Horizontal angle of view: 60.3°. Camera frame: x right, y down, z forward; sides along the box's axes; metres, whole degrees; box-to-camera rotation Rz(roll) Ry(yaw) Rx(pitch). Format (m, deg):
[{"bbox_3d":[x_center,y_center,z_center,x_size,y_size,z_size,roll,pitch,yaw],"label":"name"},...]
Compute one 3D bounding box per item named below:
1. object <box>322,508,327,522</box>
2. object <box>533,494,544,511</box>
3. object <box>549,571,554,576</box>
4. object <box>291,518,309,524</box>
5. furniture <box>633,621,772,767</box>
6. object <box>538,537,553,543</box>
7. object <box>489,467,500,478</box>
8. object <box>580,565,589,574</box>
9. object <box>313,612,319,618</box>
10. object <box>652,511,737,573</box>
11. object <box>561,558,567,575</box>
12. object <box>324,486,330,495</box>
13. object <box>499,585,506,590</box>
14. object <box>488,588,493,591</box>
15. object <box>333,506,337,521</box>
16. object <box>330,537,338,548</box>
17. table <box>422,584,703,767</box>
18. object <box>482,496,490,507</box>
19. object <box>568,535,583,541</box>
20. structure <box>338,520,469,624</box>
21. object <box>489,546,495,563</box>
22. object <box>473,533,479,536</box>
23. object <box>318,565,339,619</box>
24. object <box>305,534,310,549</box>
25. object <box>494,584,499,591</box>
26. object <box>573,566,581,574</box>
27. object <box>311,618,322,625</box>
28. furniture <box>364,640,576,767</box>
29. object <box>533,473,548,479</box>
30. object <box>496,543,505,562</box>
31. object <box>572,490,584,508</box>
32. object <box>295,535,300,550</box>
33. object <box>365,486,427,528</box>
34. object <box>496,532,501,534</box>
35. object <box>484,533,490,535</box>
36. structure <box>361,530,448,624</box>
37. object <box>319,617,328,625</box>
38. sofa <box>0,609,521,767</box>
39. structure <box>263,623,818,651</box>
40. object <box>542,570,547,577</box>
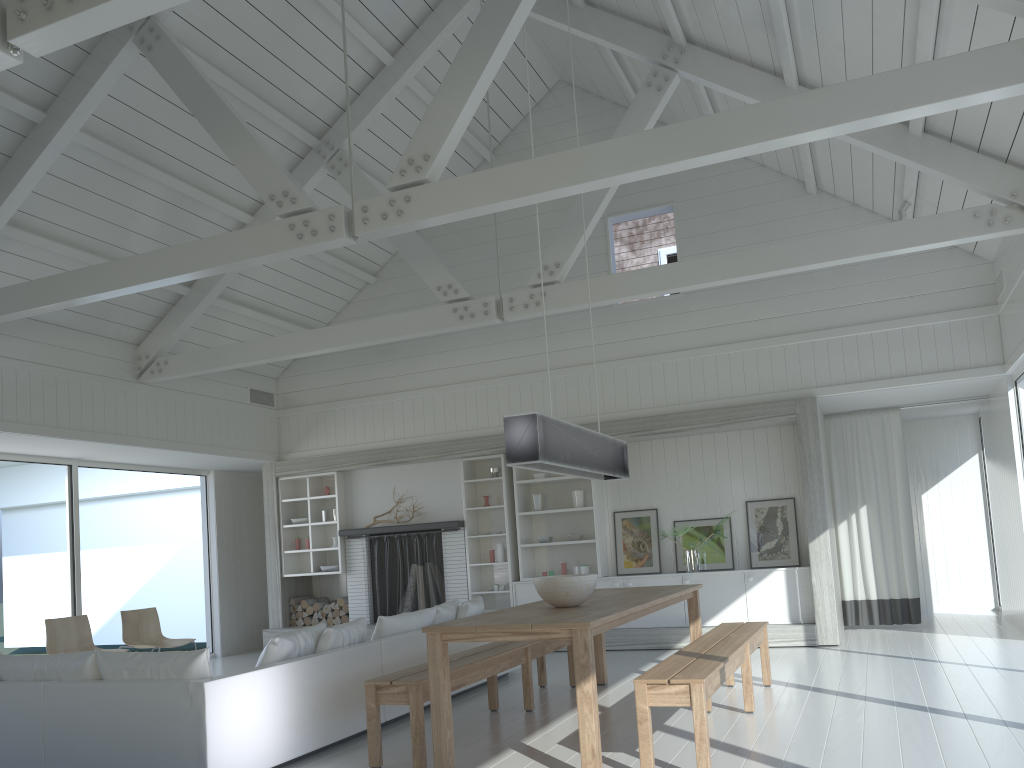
[{"bbox_3d":[-2.323,1.618,10.925,0.054,0.194,0.054,-6,-5,23],"label":"object"},{"bbox_3d":[0.302,1.342,9.957,0.103,0.195,0.103,-6,-6,22],"label":"object"},{"bbox_3d":[0.441,2.125,9.878,0.058,0.060,0.058,-4,-7,-1],"label":"object"},{"bbox_3d":[-2.622,1.725,11.060,0.242,0.072,0.245,-5,-10,7],"label":"object"},{"bbox_3d":[1.260,1.824,5.369,0.342,0.466,2.701,-6,-11,21],"label":"furniture"},{"bbox_3d":[0.377,1.753,9.906,0.141,0.065,0.142,-8,-10,22],"label":"object"},{"bbox_3d":[-0.197,1.028,10.154,0.161,0.123,0.163,2,-10,-35],"label":"object"},{"bbox_3d":[0.800,2.042,9.690,0.085,0.110,0.086,1,-8,-33],"label":"object"},{"bbox_3d":[-2.334,2.879,11.064,0.080,0.079,0.482,-7,-11,20],"label":"object"},{"bbox_3d":[1.875,1.630,9.093,0.975,0.624,0.627,-7,-8,19],"label":"object"},{"bbox_3d":[0.578,2.037,9.815,0.054,0.194,0.054,-6,-5,21],"label":"object"},{"bbox_3d":[-2.288,1.327,10.915,0.059,0.125,0.234,-1,-9,-23],"label":"object"},{"bbox_3d":[-0.108,2.328,10.084,0.058,0.060,0.058,-7,-8,21],"label":"object"},{"bbox_3d":[-0.246,2.366,10.141,0.054,0.025,0.055,-8,-10,22],"label":"object"},{"bbox_3d":[-2.170,1.596,10.863,0.054,0.194,0.054,-6,-5,23],"label":"object"},{"bbox_3d":[-2.173,1.947,10.843,0.137,0.129,0.138,-5,-8,9],"label":"object"},{"bbox_3d":[0.538,1.782,5.675,0.910,0.755,2.971,-7,-11,21],"label":"table"},{"bbox_3d":[-0.294,1.363,10.207,0.137,0.129,0.138,0,-9,-25],"label":"object"},{"bbox_3d":[0.715,1.733,9.921,0.141,0.065,0.142,-8,-10,22],"label":"object"},{"bbox_3d":[-1.148,2.348,10.642,1.623,1.275,0.865,-7,-7,22],"label":"structure"},{"bbox_3d":[-0.229,1.958,10.152,0.054,0.194,0.054,-6,-5,21],"label":"object"},{"bbox_3d":[-0.415,1.737,10.163,0.054,0.025,0.055,-8,-10,22],"label":"object"},{"bbox_3d":[-2.214,2.588,11.005,0.341,0.637,0.618,-5,-7,7],"label":"object"},{"bbox_3d":[-2.547,1.968,11.000,0.054,0.194,0.054,-6,-5,23],"label":"object"},{"bbox_3d":[-0.176,2.333,10.114,0.054,0.070,0.055,-6,-7,21],"label":"object"},{"bbox_3d":[0.739,2.072,9.788,0.090,0.095,0.092,1,-9,-34],"label":"object"},{"bbox_3d":[-2.332,2.954,11.083,0.105,0.114,0.521,-7,-11,21],"label":"object"},{"bbox_3d":[-0.123,2.021,5.930,0.342,0.466,2.701,-6,-11,21],"label":"furniture"},{"bbox_3d":[0.329,1.049,9.961,0.141,0.065,0.142,-8,-10,22],"label":"object"},{"bbox_3d":[-0.132,1.936,10.111,0.073,0.209,0.071,-6,-6,21],"label":"object"},{"bbox_3d":[0.735,1.280,9.782,0.102,0.195,0.104,-1,-6,-23],"label":"object"},{"bbox_3d":[-2.687,1.988,11.057,0.054,0.194,0.054,-6,-5,23],"label":"object"},{"bbox_3d":[-1.361,1.433,10.385,0.782,0.498,0.463,-3,-7,-8],"label":"object"},{"bbox_3d":[-0.155,1.722,10.175,0.054,0.025,0.055,-8,-10,22],"label":"object"},{"bbox_3d":[-0.285,1.730,10.169,0.054,0.025,0.055,-8,-10,22],"label":"object"},{"bbox_3d":[-1.283,2.273,10.315,1.102,1.054,0.117,-7,-5,22],"label":"structure"},{"bbox_3d":[-2.209,2.971,11.040,0.134,0.145,0.552,-7,-11,21],"label":"object"},{"bbox_3d":[-2.302,2.191,6.825,3.492,0.731,4.166,-8,-11,21],"label":"sofa"},{"bbox_3d":[0.273,2.874,10.352,6.377,0.343,1.896,-8,-11,22],"label":"structure"},{"bbox_3d":[0.367,2.125,9.880,0.054,0.070,0.055,-4,-7,1],"label":"object"}]
